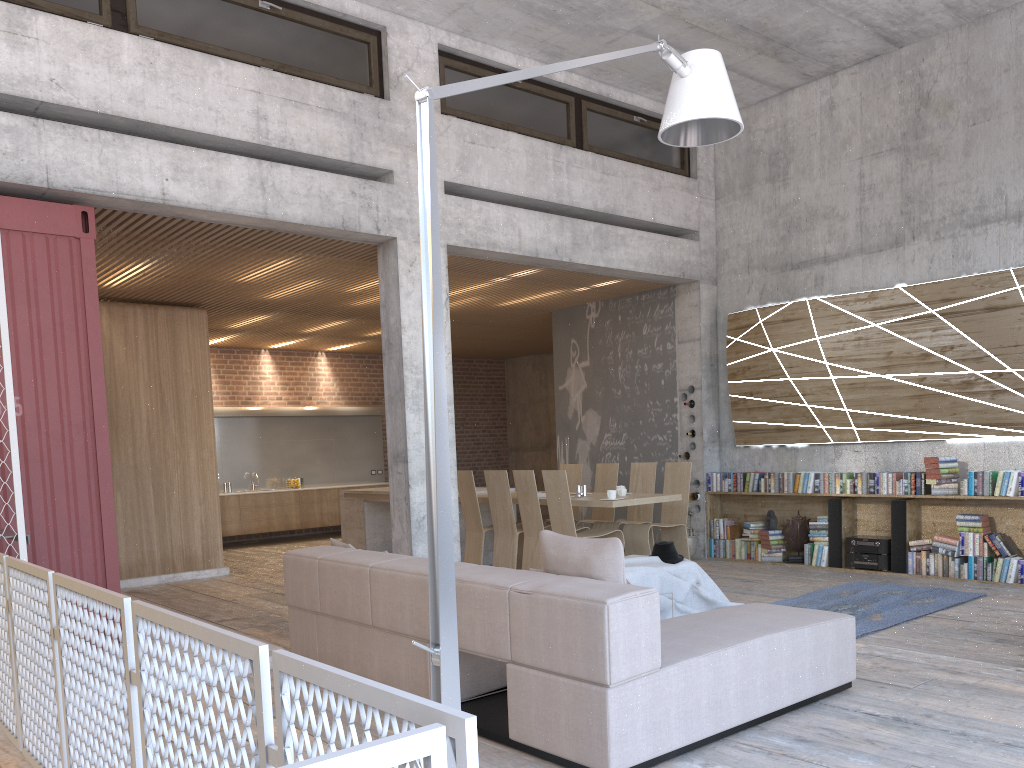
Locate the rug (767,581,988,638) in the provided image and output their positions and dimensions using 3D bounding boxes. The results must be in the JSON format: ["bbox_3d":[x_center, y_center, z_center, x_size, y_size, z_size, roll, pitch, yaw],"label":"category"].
[{"bbox_3d":[2.544,1.807,6.957,2.907,0.049,1.165,1,-5,-40],"label":"rug"}]

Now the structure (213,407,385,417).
[{"bbox_3d":[-3.897,0.467,14.740,4.063,0.158,0.208,1,-3,-40],"label":"structure"}]

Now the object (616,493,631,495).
[{"bbox_3d":[1.142,1.153,9.204,0.184,0.014,0.185,1,-5,-37],"label":"object"}]

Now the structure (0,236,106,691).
[{"bbox_3d":[-3.095,-0.304,3.481,3.021,4.343,3.685,-4,2,-40],"label":"structure"}]

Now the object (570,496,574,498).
[{"bbox_3d":[0.518,1.160,8.946,0.185,0.014,0.184,-5,-5,36],"label":"object"}]

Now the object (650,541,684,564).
[{"bbox_3d":[1.220,1.337,6.994,0.302,0.170,0.297,-4,-3,38],"label":"object"}]

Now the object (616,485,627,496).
[{"bbox_3d":[1.115,1.089,8.931,0.089,0.112,0.122,-1,1,41],"label":"object"}]

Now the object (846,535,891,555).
[{"bbox_3d":[3.689,1.647,8.973,0.302,0.162,0.441,0,-4,-40],"label":"object"}]

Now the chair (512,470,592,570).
[{"bbox_3d":[0.423,1.453,8.913,0.718,1.203,0.348,-4,4,-35],"label":"chair"}]

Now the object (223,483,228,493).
[{"bbox_3d":[-4.584,1.659,14.021,0.060,0.160,0.059,-4,4,-24],"label":"object"}]

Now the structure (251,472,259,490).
[{"bbox_3d":[-4.208,1.689,14.480,0.114,0.479,0.248,-6,4,-40],"label":"structure"}]

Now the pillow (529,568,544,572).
[{"bbox_3d":[0.284,1.117,4.528,0.377,0.375,0.168,-2,3,23],"label":"pillow"}]

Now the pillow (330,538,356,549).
[{"bbox_3d":[-1.101,1.232,5.960,0.187,0.369,0.362,-4,1,-35],"label":"pillow"}]

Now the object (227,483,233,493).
[{"bbox_3d":[-4.558,1.640,14.042,0.143,0.212,0.052,-4,4,-40],"label":"object"}]

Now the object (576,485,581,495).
[{"bbox_3d":[0.687,1.101,9.030,0.052,0.110,0.052,-2,3,5],"label":"object"}]

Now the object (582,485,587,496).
[{"bbox_3d":[0.744,1.096,9.015,0.052,0.112,0.052,-2,3,5],"label":"object"}]

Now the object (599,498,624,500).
[{"bbox_3d":[0.952,1.101,8.363,0.185,0.014,0.184,-5,-5,36],"label":"object"}]

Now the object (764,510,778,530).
[{"bbox_3d":[2.884,1.515,9.767,0.135,0.230,0.145,-4,3,-43],"label":"object"}]

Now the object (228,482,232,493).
[{"bbox_3d":[-4.530,1.660,14.066,0.060,0.160,0.059,-4,4,-24],"label":"object"}]

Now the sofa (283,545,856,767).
[{"bbox_3d":[0.589,1.399,5.675,3.000,0.789,3.004,1,-5,-40],"label":"sofa"}]

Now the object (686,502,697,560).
[{"bbox_3d":[2.066,1.749,10.409,0.249,0.687,0.268,-2,3,12],"label":"object"}]

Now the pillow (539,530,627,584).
[{"bbox_3d":[0.366,0.991,4.255,0.220,0.561,0.564,-5,2,-38],"label":"pillow"}]

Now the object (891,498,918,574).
[{"bbox_3d":[3.911,1.527,8.732,0.271,0.765,0.152,-5,5,-40],"label":"object"}]

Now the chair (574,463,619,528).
[{"bbox_3d":[0.853,1.509,9.930,0.718,1.203,0.348,-4,4,-40],"label":"chair"}]

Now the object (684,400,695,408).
[{"bbox_3d":[2.160,0.237,10.417,0.334,0.091,0.090,1,-2,-40],"label":"object"}]

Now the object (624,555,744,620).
[{"bbox_3d":[1.091,1.604,6.918,1.593,0.505,1.045,-1,-3,-21],"label":"object"}]

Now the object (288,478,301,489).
[{"bbox_3d":[-3.649,1.651,14.629,0.188,0.176,0.207,-2,0,-40],"label":"object"}]

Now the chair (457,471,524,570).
[{"bbox_3d":[-0.209,1.535,9.704,0.718,1.203,0.348,-4,4,-35],"label":"chair"}]

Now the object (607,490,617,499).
[{"bbox_3d":[0.950,1.057,8.346,0.093,0.088,0.116,-2,-1,4],"label":"object"}]

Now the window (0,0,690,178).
[{"bbox_3d":[-1.178,-2.699,7.438,8.406,0.612,0.113,1,1,-40],"label":"window"}]

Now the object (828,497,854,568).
[{"bbox_3d":[3.475,1.582,9.253,0.271,0.765,0.152,-5,5,-40],"label":"object"}]

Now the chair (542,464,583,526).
[{"bbox_3d":[0.482,1.549,10.279,0.348,1.203,0.717,1,4,44],"label":"chair"}]

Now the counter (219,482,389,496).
[{"bbox_3d":[-3.702,1.765,14.672,4.063,0.020,0.654,1,-5,-40],"label":"counter"}]

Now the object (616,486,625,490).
[{"bbox_3d":[1.139,1.115,9.210,0.093,0.088,0.116,-2,-1,14],"label":"object"}]

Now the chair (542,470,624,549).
[{"bbox_3d":[0.700,1.411,8.485,0.718,1.203,0.348,-4,4,-36],"label":"chair"}]

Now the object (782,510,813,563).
[{"bbox_3d":[3.153,1.670,9.648,0.344,0.573,0.194,-2,4,10],"label":"object"}]

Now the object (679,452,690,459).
[{"bbox_3d":[2.124,0.863,10.536,0.337,0.096,0.095,1,-2,-40],"label":"object"}]

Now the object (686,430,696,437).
[{"bbox_3d":[2.203,0.593,10.469,0.345,0.094,0.093,1,-2,-40],"label":"object"}]

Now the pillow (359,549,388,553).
[{"bbox_3d":[-0.832,1.237,5.674,0.185,0.361,0.371,-5,2,-40],"label":"pillow"}]

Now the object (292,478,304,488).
[{"bbox_3d":[-3.632,1.686,14.912,0.190,0.171,0.190,-2,0,-29],"label":"object"}]

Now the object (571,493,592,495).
[{"bbox_3d":[0.745,1.190,9.488,0.185,0.014,0.185,0,-5,-27],"label":"object"}]

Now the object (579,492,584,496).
[{"bbox_3d":[0.707,1.128,8.972,0.051,0.046,0.051,-2,0,-22],"label":"object"}]

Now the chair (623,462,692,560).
[{"bbox_3d":[1.528,1.428,9.175,0.718,1.203,0.348,-4,4,-40],"label":"chair"}]

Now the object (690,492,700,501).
[{"bbox_3d":[2.263,1.338,10.490,0.337,0.096,0.095,1,-2,-40],"label":"object"}]

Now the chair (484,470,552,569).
[{"bbox_3d":[0.111,1.494,9.312,0.717,1.203,0.348,-4,4,-43],"label":"chair"}]

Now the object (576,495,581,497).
[{"bbox_3d":[0.683,1.141,8.969,0.051,0.019,0.050,-4,-4,33],"label":"object"}]

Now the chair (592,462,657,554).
[{"bbox_3d":[1.240,1.469,9.594,0.717,1.203,0.348,-4,4,-44],"label":"chair"}]

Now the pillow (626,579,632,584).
[{"bbox_3d":[0.584,1.096,4.060,0.151,0.379,0.368,-3,0,-7],"label":"pillow"}]

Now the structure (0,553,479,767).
[{"bbox_3d":[-2.191,1.148,2.470,1.919,0.938,4.438,0,-4,-40],"label":"structure"}]

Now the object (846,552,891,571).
[{"bbox_3d":[3.700,1.809,8.990,0.292,0.164,0.441,-1,-3,-40],"label":"object"}]

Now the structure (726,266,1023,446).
[{"bbox_3d":[3.606,-0.174,8.831,0.356,1.542,3.420,-6,0,-40],"label":"structure"}]
